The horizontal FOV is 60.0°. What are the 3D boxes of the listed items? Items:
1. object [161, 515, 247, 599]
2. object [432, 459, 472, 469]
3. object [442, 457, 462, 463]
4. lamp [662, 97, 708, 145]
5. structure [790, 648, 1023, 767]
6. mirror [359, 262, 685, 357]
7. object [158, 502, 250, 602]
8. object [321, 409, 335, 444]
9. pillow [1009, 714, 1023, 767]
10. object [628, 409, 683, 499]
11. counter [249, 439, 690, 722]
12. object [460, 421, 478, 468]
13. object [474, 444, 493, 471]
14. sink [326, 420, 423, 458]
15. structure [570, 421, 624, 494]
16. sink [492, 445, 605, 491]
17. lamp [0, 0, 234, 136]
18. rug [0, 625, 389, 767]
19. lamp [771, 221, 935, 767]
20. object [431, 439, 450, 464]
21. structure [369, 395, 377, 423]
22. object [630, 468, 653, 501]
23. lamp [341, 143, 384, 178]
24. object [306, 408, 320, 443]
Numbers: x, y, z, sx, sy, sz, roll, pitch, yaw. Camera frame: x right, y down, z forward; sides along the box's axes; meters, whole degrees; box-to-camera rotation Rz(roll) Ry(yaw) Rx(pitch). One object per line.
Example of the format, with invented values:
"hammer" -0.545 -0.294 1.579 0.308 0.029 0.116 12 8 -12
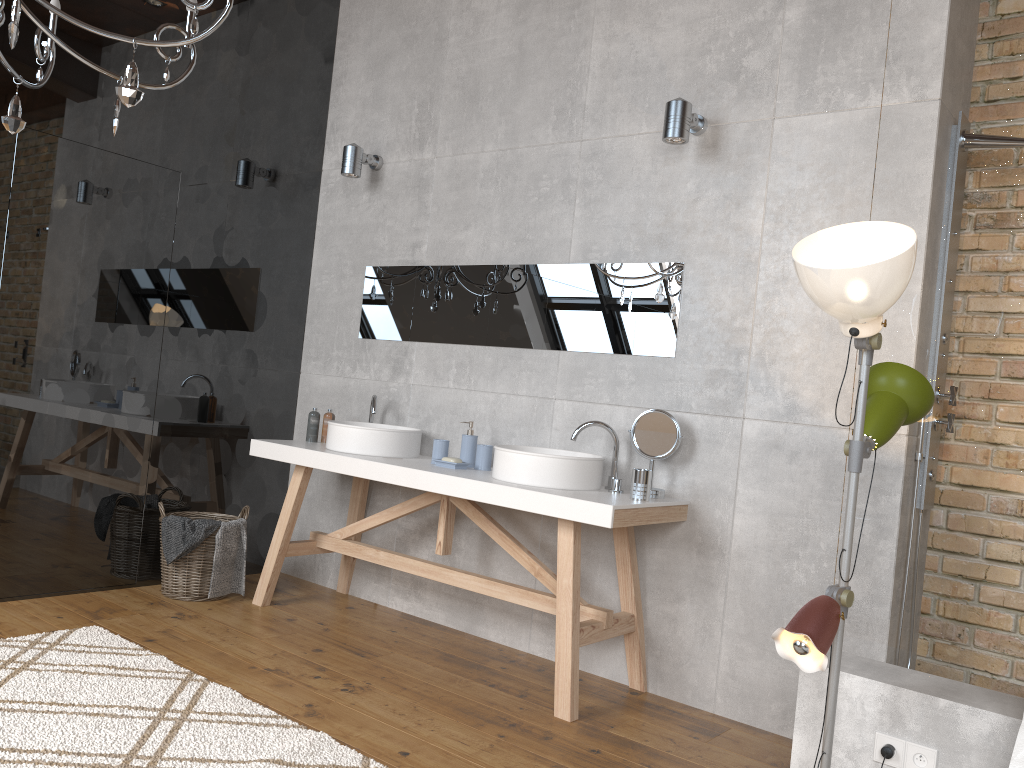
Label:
"object" -1.486 0.796 4.182 0.378 0.361 0.357 5 -1 43
"object" -0.258 0.343 3.783 0.147 0.031 0.100 5 -1 40
"object" -0.256 0.330 3.783 0.084 0.035 0.067 5 -1 40
"lamp" 0.674 -1.002 3.432 0.101 0.168 0.243 5 -1 38
"structure" 1.887 1.069 1.492 2.820 0.494 0.206 5 -1 38
"mirror" -0.058 -0.359 4.068 1.838 0.377 0.007 5 -1 38
"object" -1.489 0.787 4.231 0.393 0.432 0.393 5 -1 30
"object" -0.919 0.212 4.439 0.058 0.172 0.058 6 -1 24
"pillow" 1.754 0.728 1.328 1.746 0.517 0.358 5 -1 37
"object" 0.544 0.265 3.409 0.192 0.338 0.118 6 -1 -6
"counter" -0.298 0.738 3.832 2.011 0.765 0.630 5 -1 38
"object" -0.189 0.266 3.912 0.076 0.201 0.076 5 -1 31
"object" -0.122 0.318 3.840 0.075 0.108 0.075 6 -1 -31
"sink" -0.645 0.257 4.147 0.445 0.128 0.442 6 -1 20
"structure" 0.363 0.284 3.526 0.242 0.268 0.141 5 -1 33
"sink" 0.142 0.331 3.529 0.442 0.128 0.445 6 -1 2
"lamp" -1.479 -1.604 2.381 1.409 1.594 1.409 6 -1 -29
"rug" -0.959 1.016 1.903 3.139 0.019 1.726 5 -1 38
"lamp" 0.774 0.414 2.095 0.270 1.582 0.561 5 -1 35
"object" -0.315 0.299 3.893 0.075 0.108 0.075 6 -1 -16
"structure" -0.705 0.184 4.365 0.242 0.268 0.141 5 -1 43
"object" 0.473 0.369 3.249 0.073 0.111 0.073 5 -1 30
"lamp" -0.768 -1.137 4.565 0.101 0.168 0.243 5 -1 38
"object" -0.986 0.204 4.404 0.058 0.172 0.058 6 -1 17
